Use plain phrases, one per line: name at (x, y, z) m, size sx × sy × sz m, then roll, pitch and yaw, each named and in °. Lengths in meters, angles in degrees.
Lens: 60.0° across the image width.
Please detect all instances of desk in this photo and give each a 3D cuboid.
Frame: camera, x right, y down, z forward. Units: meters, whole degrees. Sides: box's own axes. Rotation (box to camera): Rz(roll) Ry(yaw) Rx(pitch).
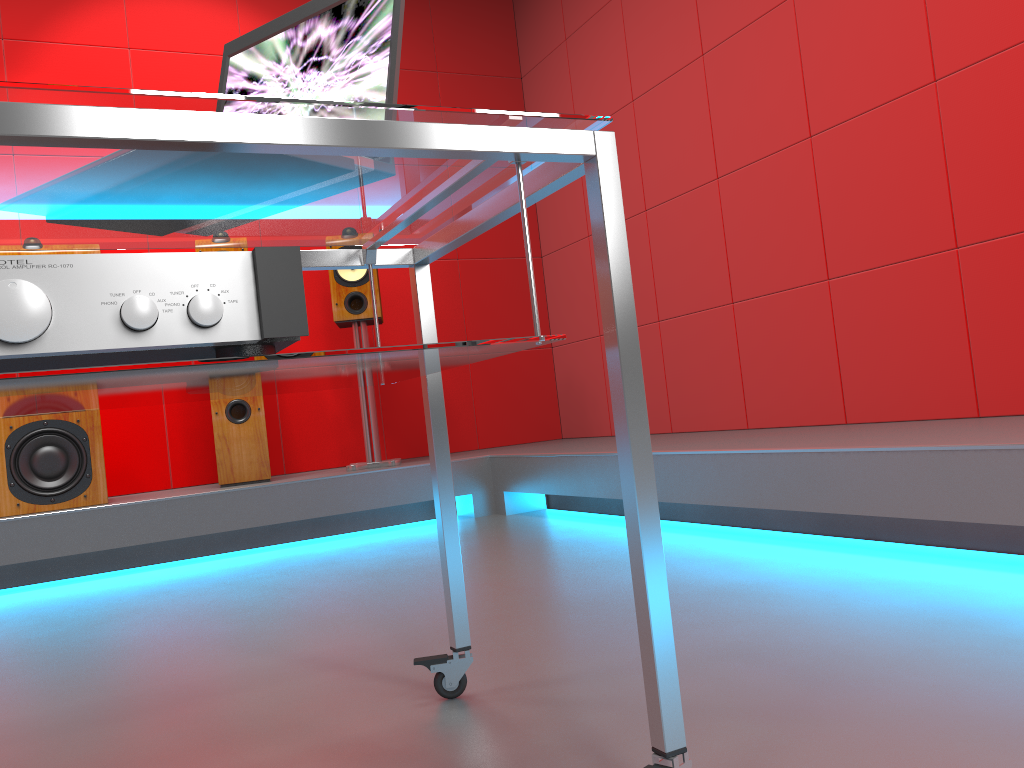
desk at (-0.697, 0.169, 0.752) m, size 1.617 × 0.690 × 0.594 m, roll -5°, pitch -2°, yaw -26°

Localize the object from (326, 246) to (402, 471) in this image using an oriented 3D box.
object at (-0.662, -0.160, 3.920) m, size 0.231 × 1.058 × 0.265 m, roll -6°, pitch -2°, yaw -6°

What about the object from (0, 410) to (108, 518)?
object at (-1.744, 0.292, 3.352) m, size 0.360 × 0.360 × 0.360 m, roll -5°, pitch -2°, yaw -26°

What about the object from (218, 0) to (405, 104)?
object at (-0.342, -0.352, 1.018) m, size 0.342 × 0.285 × 0.340 m, roll -8°, pitch -2°, yaw 34°

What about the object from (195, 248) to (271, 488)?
object at (-1.162, -0.109, 3.698) m, size 0.203 × 1.052 × 0.238 m, roll -6°, pitch -2°, yaw -16°

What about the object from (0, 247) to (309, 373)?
object at (-0.449, -0.038, 0.822) m, size 0.435 × 0.092 × 0.365 m, roll -5°, pitch -2°, yaw -26°

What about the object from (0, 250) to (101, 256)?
object at (-1.972, -0.463, 3.671) m, size 0.493 × 0.271 × 0.235 m, roll -5°, pitch -2°, yaw -26°
